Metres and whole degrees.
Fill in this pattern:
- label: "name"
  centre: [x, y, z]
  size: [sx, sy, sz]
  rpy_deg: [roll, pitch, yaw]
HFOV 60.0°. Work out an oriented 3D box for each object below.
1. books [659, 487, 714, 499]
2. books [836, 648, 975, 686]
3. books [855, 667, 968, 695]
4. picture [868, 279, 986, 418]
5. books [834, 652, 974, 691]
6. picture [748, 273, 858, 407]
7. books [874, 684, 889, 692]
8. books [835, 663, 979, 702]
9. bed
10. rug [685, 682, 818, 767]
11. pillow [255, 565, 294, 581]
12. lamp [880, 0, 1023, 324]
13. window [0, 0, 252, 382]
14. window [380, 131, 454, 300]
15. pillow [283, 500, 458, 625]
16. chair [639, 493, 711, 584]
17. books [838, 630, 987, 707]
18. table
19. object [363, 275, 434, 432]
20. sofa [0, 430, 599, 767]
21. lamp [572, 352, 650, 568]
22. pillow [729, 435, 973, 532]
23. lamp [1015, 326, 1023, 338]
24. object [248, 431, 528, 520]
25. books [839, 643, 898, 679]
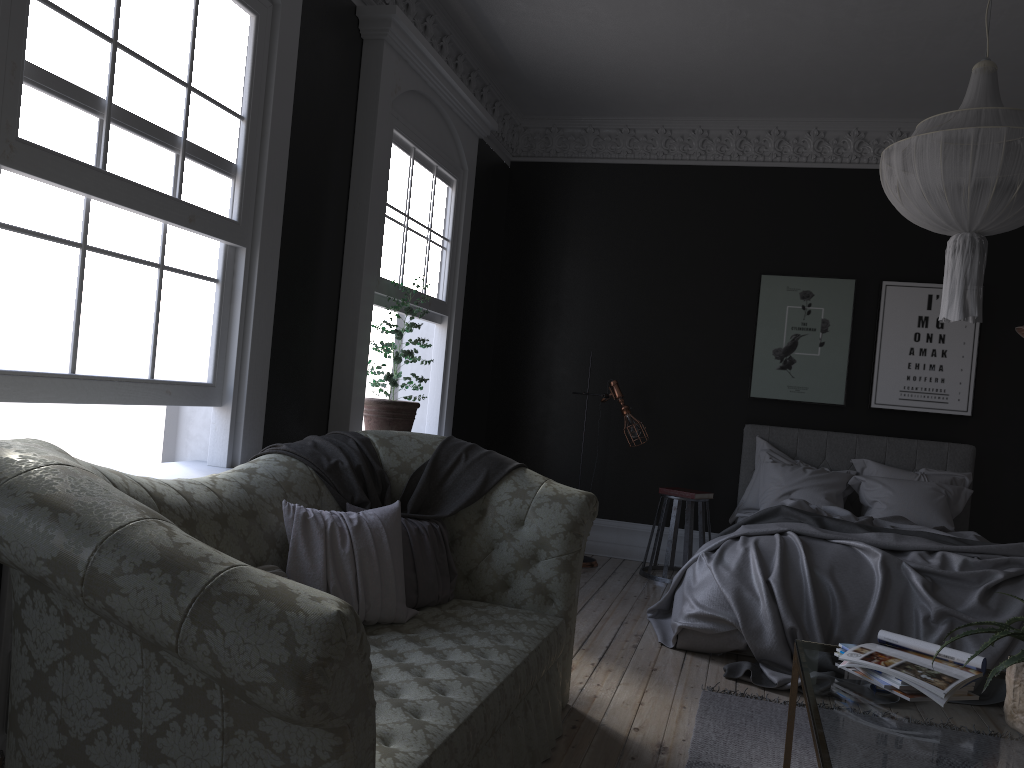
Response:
- label: "books"
  centre: [1.419, 0.889, 7.215]
  size: [0.346, 0.045, 0.276]
  rpy_deg: [4, -1, 45]
- label: "books"
  centre: [1.208, 0.872, 2.742]
  size: [0.252, 0.011, 0.318]
  rpy_deg: [5, -1, -13]
- label: "books"
  centre: [1.197, 0.892, 2.742]
  size: [0.252, 0.011, 0.318]
  rpy_deg: [5, -1, -3]
- label: "picture"
  centre: [3.387, -0.298, 7.252]
  size: [0.791, 1.078, 0.014]
  rpy_deg: [5, 0, 15]
- label: "books"
  centre: [1.196, 0.881, 2.726]
  size: [0.252, 0.011, 0.318]
  rpy_deg: [5, -1, -13]
- label: "picture"
  centre: [2.454, -0.381, 7.502]
  size: [0.791, 1.078, 0.014]
  rpy_deg: [5, 0, 15]
- label: "books"
  centre: [1.204, 0.921, 2.764]
  size: [0.162, 0.023, 0.231]
  rpy_deg: [5, -1, 16]
- label: "books"
  centre: [1.194, 0.902, 2.698]
  size: [0.253, 0.011, 0.318]
  rpy_deg: [6, -1, -18]
- label: "bed"
  centre: [2.313, 0.995, 5.904]
  size: [2.765, 1.298, 3.284]
  rpy_deg: [5, -1, 4]
- label: "rug"
  centre: [1.474, 1.502, 2.388]
  size: [2.105, 0.050, 3.646]
  rpy_deg: [5, -1, 16]
- label: "pillow"
  centre: [-0.760, 0.673, 2.571]
  size: [0.529, 0.416, 1.106]
  rpy_deg: [5, -1, 15]
- label: "lamp"
  centre: [2.069, -1.286, 3.900]
  size: [0.784, 2.049, 0.781]
  rpy_deg: [5, 0, -31]
- label: "window"
  centre: [-1.396, -0.830, 3.317]
  size: [0.056, 1.672, 1.263]
  rpy_deg: [5, 0, 15]
- label: "window"
  centre: [-0.655, -1.053, 5.996]
  size: [0.056, 1.017, 1.263]
  rpy_deg: [5, 0, 15]
- label: "pillow"
  centre: [-0.523, 0.687, 3.543]
  size: [0.404, 0.461, 0.964]
  rpy_deg: [5, -1, 22]
- label: "chair"
  centre: [1.375, 1.245, 7.221]
  size: [0.614, 0.673, 0.613]
  rpy_deg: [5, 0, -31]
- label: "books"
  centre: [1.201, 0.846, 2.670]
  size: [0.273, 0.109, 0.322]
  rpy_deg: [6, -1, -40]
- label: "table"
  centre: [1.341, 1.222, 2.380]
  size: [1.092, 0.558, 1.449]
  rpy_deg: [5, -1, 15]
- label: "object"
  centre: [-0.709, -0.119, 5.548]
  size: [0.474, 1.134, 0.505]
  rpy_deg: [5, 0, -35]
- label: "sofa"
  centre: [-0.712, 0.772, 3.055]
  size: [1.605, 1.161, 2.814]
  rpy_deg: [5, -1, 16]
- label: "lamp"
  centre: [0.446, 0.604, 7.639]
  size: [0.437, 1.779, 1.716]
  rpy_deg: [5, 0, -37]
- label: "pillow"
  centre: [2.671, 0.856, 6.962]
  size: [1.829, 0.760, 0.680]
  rpy_deg: [5, 0, 15]
- label: "lamp"
  centre: [4.159, 0.608, 6.396]
  size: [0.773, 2.411, 0.985]
  rpy_deg: [5, 0, -42]
- label: "object"
  centre: [-0.537, 0.513, 4.009]
  size: [1.368, 0.585, 0.516]
  rpy_deg: [6, 0, -26]
- label: "books"
  centre: [1.212, 0.862, 2.750]
  size: [0.252, 0.011, 0.318]
  rpy_deg: [5, -1, -8]
